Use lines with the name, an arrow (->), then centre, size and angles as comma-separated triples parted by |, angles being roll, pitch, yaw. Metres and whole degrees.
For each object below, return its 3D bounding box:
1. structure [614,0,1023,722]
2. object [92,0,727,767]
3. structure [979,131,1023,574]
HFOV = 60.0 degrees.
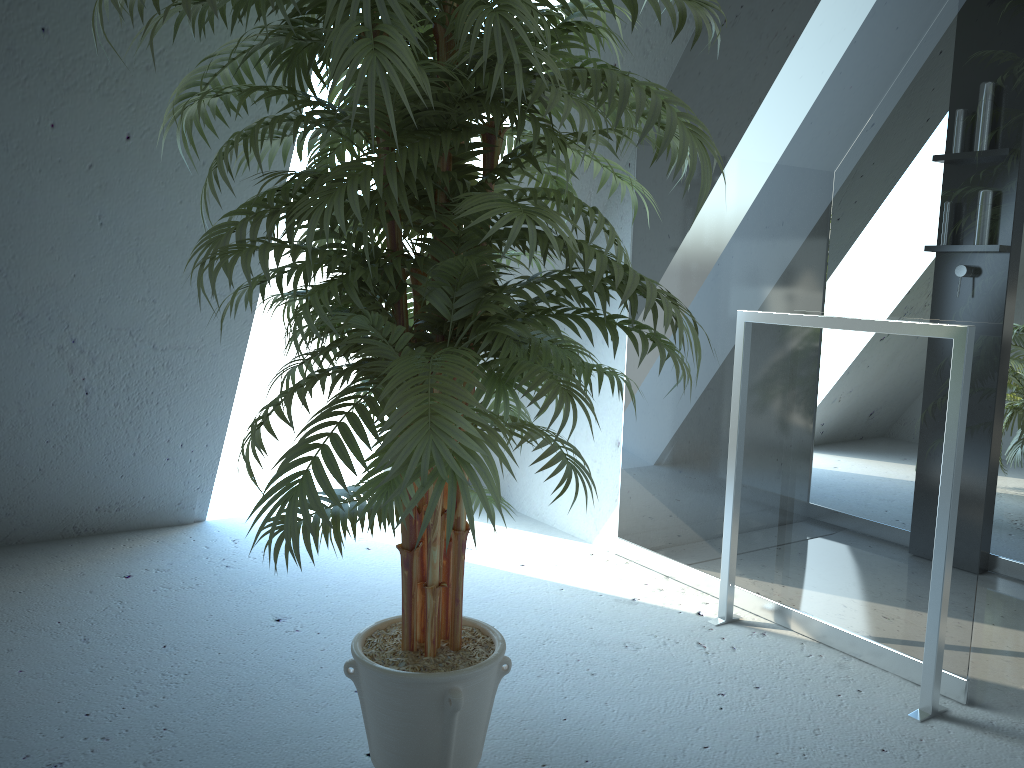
structure -> 1.244, -0.375, 2.374 | 1.184, 2.114, 1.835 | -3, 9, -33
object -> -0.134, -0.278, 1.557 | 1.020, 2.034, 0.980 | 4, 7, 15
structure -> 1.303, -0.356, 2.783 | 0.612, 1.978, 0.250 | -3, 9, -33
